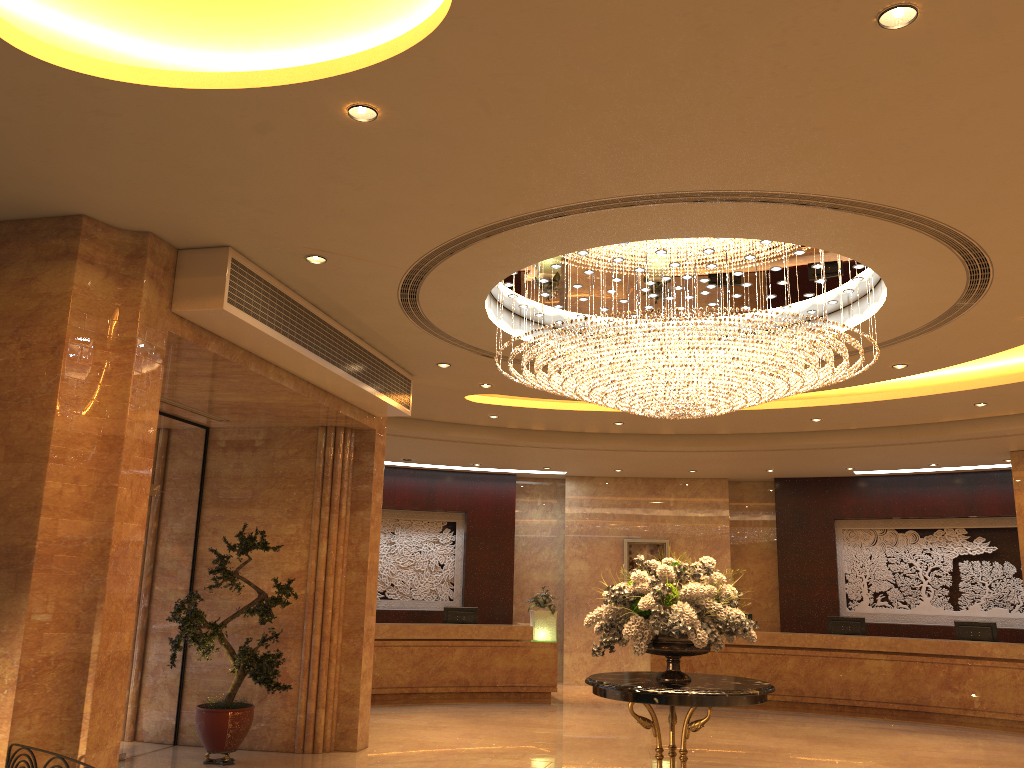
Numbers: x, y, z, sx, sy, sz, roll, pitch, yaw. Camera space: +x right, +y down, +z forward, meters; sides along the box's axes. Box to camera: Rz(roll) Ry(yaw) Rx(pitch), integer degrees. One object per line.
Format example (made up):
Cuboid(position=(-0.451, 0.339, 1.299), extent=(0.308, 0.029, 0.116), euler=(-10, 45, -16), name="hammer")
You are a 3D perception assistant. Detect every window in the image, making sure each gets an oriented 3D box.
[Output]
Cuboid(position=(-4.046, 1.863, 8.471), extent=(0.047, 3.571, 3.515), euler=(-2, -13, 13), name="window")

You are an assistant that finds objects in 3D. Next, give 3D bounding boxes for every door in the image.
Cuboid(position=(-4.055, 2.231, 8.387), extent=(0.195, 2.758, 1.880), euler=(-2, -13, 13), name="door")

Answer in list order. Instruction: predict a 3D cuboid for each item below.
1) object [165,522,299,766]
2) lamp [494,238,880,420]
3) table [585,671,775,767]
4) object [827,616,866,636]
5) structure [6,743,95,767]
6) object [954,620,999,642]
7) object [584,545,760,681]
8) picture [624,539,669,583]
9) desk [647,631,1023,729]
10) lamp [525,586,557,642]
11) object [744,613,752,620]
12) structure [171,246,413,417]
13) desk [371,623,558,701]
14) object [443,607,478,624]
Cuboid(position=(-2.838, 2.610, 9.008), extent=(1.250, 2.363, 0.843), euler=(3, -13, -6), name="object")
Cuboid(position=(1.457, -0.303, 7.716), extent=(3.204, 1.196, 3.206), euler=(12, -17, -39), name="lamp")
Cuboid(position=(1.320, 2.903, 6.991), extent=(1.493, 1.089, 1.493), euler=(0, -13, 6), name="table")
Cuboid(position=(5.557, 4.117, 14.719), extent=(0.430, 0.500, 0.531), euler=(8, -14, -26), name="object")
Cuboid(position=(-3.320, 1.664, 1.050), extent=(3.815, 0.995, 7.624), euler=(-6, -15, 31), name="structure")
Cuboid(position=(7.198, 3.934, 13.740), extent=(0.430, 0.500, 0.531), euler=(5, -13, -15), name="object")
Cuboid(position=(1.334, 1.894, 7.257), extent=(1.277, 0.999, 1.318), euler=(-11, -18, 42), name="object")
Cuboid(position=(2.617, 3.473, 17.235), extent=(0.875, 0.890, 0.068), euler=(1, -13, 4), name="picture")
Cuboid(position=(7.420, 4.148, 11.871), extent=(3.466, 1.155, 12.951), euler=(13, -17, -41), name="desk")
Cuboid(position=(0.515, 3.921, 15.172), extent=(0.570, 0.923, 0.580), euler=(-1, -13, 10), name="lamp")
Cuboid(position=(3.849, 4.211, 15.319), extent=(0.430, 0.500, 0.531), euler=(12, -17, -39), name="object")
Cuboid(position=(-1.831, -0.314, 8.458), extent=(0.425, 0.483, 4.113), euler=(-2, -13, 13), name="structure")
Cuboid(position=(-1.660, 4.550, 14.631), extent=(5.227, 1.155, 1.570), euler=(7, -14, -22), name="desk")
Cuboid(position=(-1.041, 4.065, 15.162), extent=(0.918, 0.500, 0.397), euler=(3, -13, -5), name="object")
